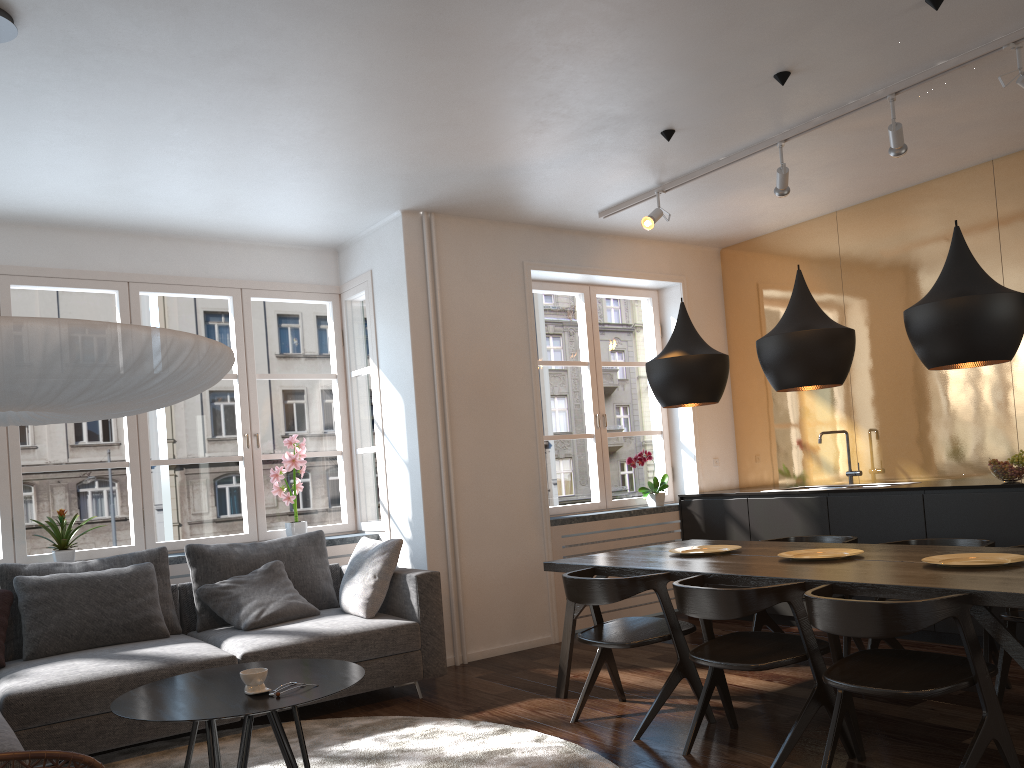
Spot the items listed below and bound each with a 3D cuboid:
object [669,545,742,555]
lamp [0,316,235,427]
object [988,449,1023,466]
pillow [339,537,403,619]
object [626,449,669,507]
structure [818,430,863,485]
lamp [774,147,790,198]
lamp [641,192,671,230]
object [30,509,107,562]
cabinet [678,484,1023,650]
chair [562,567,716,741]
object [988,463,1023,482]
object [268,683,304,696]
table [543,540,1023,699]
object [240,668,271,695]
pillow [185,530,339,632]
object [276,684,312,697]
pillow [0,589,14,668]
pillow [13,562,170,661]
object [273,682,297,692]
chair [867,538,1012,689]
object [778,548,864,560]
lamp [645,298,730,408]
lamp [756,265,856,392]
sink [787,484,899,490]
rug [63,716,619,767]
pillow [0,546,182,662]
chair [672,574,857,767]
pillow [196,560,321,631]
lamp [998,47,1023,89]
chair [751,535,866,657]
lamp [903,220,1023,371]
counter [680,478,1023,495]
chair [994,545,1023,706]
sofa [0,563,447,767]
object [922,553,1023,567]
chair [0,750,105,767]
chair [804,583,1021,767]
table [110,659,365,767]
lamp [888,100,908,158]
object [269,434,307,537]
[{"bbox_3d":[0.956,0.825,4.381,0.355,0.016,0.358,-1,-7,-32],"label":"object"},{"bbox_3d":[-1.673,0.014,2.908,1.470,0.209,1.476,-4,-6,1],"label":"lamp"},{"bbox_3d":[2.720,0.446,4.818,0.240,0.172,0.178,-8,-5,39],"label":"object"},{"bbox_3d":[-0.826,1.076,4.941,0.286,0.413,0.496,-2,-4,-36],"label":"pillow"},{"bbox_3d":[1.018,0.690,6.516,0.230,0.436,0.406,-6,-4,31],"label":"object"},{"bbox_3d":[2.214,0.504,5.959,0.265,0.384,0.110,-3,-2,-19],"label":"structure"},{"bbox_3d":[1.440,-1.129,4.677,0.085,0.238,0.252,-5,-4,5],"label":"lamp"},{"bbox_3d":[0.853,-1.024,5.270,0.085,0.239,0.250,-6,-4,42],"label":"lamp"},{"bbox_3d":[-2.473,0.855,4.935,0.323,0.327,0.376,-6,-4,30],"label":"object"},{"bbox_3d":[3.006,0.949,4.680,0.731,0.897,5.092,-2,-6,-35],"label":"cabinet"},{"bbox_3d":[0.525,1.169,3.955,0.519,0.669,0.596,-2,-4,-37],"label":"chair"},{"bbox_3d":[2.728,0.486,4.834,0.219,0.096,0.219,-5,-5,12],"label":"object"},{"bbox_3d":[-0.751,1.021,2.969,0.025,0.016,0.164,-7,-6,30],"label":"object"},{"bbox_3d":[1.342,1.086,3.791,1.105,0.677,2.514,-1,-6,-35],"label":"table"},{"bbox_3d":[-0.862,1.002,2.970,0.091,0.069,0.140,-3,-5,-23],"label":"object"},{"bbox_3d":[-1.422,1.117,5.085,0.835,0.475,0.276,-1,-4,-35],"label":"pillow"},{"bbox_3d":[-0.714,1.016,2.949,0.015,0.015,0.168,-8,-6,42],"label":"object"},{"bbox_3d":[-2.581,1.128,4.079,0.520,0.402,0.312,-2,-4,-33],"label":"pillow"},{"bbox_3d":[-2.104,1.129,4.443,0.666,0.396,0.293,-1,-4,-35],"label":"pillow"},{"bbox_3d":[-0.777,1.031,3.021,0.026,0.010,0.124,-6,-6,21],"label":"object"},{"bbox_3d":[1.958,1.072,4.068,0.519,0.669,0.596,-2,-4,-37],"label":"chair"},{"bbox_3d":[1.337,0.741,3.835,0.357,0.016,0.356,-8,-7,35],"label":"object"},{"bbox_3d":[0.868,-0.162,4.411,0.411,0.539,0.412,-4,-3,-2],"label":"lamp"},{"bbox_3d":[1.267,-0.250,3.840,0.412,0.539,0.411,-6,-4,31],"label":"lamp"},{"bbox_3d":[2.861,0.497,4.776,0.481,0.243,3.434,-1,-7,-36],"label":"sink"},{"bbox_3d":[-0.958,1.509,2.930,2.849,0.012,2.838,-8,-7,34],"label":"rug"},{"bbox_3d":[-2.176,1.121,4.569,0.838,0.473,0.278,-1,-4,-35],"label":"pillow"},{"bbox_3d":[0.919,1.084,3.399,0.519,0.669,0.596,-2,-4,-35],"label":"chair"},{"bbox_3d":[-1.379,1.146,4.817,0.446,0.320,0.492,-7,-5,36],"label":"pillow"},{"bbox_3d":[2.990,-0.539,3.683,1.834,1.842,0.089,-4,-1,-1],"label":"lamp"},{"bbox_3d":[1.575,1.161,4.667,0.519,0.669,0.596,-2,-4,-39],"label":"chair"},{"bbox_3d":[1.665,-0.337,3.268,0.411,0.539,0.412,-5,-3,12],"label":"lamp"},{"bbox_3d":[2.972,0.502,4.691,0.731,0.002,5.089,0,-7,-35],"label":"counter"},{"bbox_3d":[2.305,0.996,3.570,0.519,0.669,0.596,-2,-4,-36],"label":"chair"},{"bbox_3d":[-1.609,1.324,3.874,3.064,0.669,2.051,0,-7,-35],"label":"sofa"},{"bbox_3d":[1.718,0.658,3.288,0.355,0.016,0.358,-1,-7,-32],"label":"object"},{"bbox_3d":[-1.077,1.052,1.878,0.718,0.707,0.688,-4,-4,-3],"label":"chair"},{"bbox_3d":[1.269,1.007,2.898,0.519,0.669,0.596,-2,-4,-37],"label":"chair"},{"bbox_3d":[-0.925,1.291,3.090,0.846,0.471,0.852,-1,-6,-33],"label":"table"},{"bbox_3d":[1.812,-1.208,4.158,0.085,0.239,0.251,-5,-4,21],"label":"lamp"},{"bbox_3d":[-1.422,0.671,5.701,0.298,0.689,0.201,-6,-2,34],"label":"object"}]
